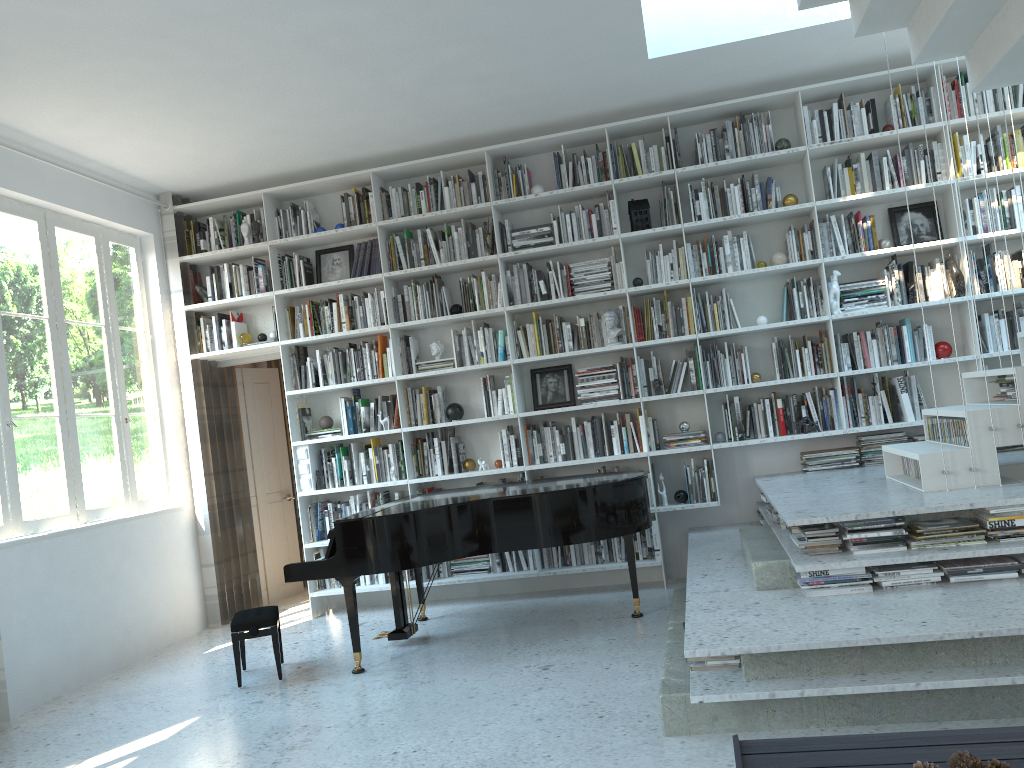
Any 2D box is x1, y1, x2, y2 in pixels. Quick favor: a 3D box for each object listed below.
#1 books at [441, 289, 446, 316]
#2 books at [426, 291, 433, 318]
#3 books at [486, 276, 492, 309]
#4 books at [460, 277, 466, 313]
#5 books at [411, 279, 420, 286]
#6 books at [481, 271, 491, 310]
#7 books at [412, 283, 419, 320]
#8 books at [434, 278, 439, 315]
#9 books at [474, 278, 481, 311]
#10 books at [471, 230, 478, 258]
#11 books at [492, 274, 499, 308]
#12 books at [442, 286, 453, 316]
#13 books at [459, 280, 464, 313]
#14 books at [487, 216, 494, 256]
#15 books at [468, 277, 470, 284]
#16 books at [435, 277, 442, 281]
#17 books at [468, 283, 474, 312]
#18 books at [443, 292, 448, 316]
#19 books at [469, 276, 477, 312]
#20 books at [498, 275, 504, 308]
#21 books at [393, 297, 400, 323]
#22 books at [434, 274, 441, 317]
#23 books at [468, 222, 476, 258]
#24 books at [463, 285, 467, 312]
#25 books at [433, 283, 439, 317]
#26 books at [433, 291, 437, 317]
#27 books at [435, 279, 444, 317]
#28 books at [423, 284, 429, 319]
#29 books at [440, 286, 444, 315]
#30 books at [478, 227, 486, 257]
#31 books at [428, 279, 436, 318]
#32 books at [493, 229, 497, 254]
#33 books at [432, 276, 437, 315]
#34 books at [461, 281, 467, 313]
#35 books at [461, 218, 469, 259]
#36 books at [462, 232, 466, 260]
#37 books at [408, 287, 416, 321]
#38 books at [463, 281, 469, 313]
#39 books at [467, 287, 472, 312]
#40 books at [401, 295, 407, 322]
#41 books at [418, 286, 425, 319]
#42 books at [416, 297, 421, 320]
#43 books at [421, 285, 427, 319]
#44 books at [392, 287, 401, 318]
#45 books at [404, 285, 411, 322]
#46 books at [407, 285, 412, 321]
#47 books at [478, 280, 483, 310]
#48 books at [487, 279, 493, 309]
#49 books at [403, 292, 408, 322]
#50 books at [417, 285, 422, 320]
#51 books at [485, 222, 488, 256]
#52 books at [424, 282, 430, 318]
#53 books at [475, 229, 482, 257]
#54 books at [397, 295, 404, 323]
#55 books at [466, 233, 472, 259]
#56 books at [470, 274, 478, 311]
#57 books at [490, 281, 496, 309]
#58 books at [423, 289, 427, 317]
[{"bbox_3d":[-0.474,-0.571,6.396,0.012,0.218,0.151,-8,-2,11],"label":"books"},{"bbox_3d":[-0.573,-0.554,6.389,0.011,0.209,0.181,-8,-2,11],"label":"books"},{"bbox_3d":[-0.150,-0.635,6.318,0.010,0.257,0.140,-8,-2,11],"label":"books"},{"bbox_3d":[-0.335,-0.620,6.372,0.012,0.275,0.129,-8,-2,11],"label":"books"},{"bbox_3d":[-0.683,-0.593,6.433,0.011,0.317,0.154,-8,-2,11],"label":"books"},{"bbox_3d":[-0.168,-0.647,6.315,0.022,0.284,0.190,-8,-2,11],"label":"books"},{"bbox_3d":[-0.675,-0.578,6.409,0.010,0.283,0.184,-8,-2,11],"label":"books"},{"bbox_3d":[-0.521,-0.614,6.403,0.005,0.316,0.157,-8,-2,11],"label":"books"},{"bbox_3d":[-0.231,-0.620,6.311,0.013,0.243,0.188,-8,-2,11],"label":"books"},{"bbox_3d":[-0.246,-0.972,6.332,0.030,0.217,0.182,-8,-2,11],"label":"books"},{"bbox_3d":[-0.101,-0.642,6.302,0.022,0.257,0.155,-8,-2,11],"label":"books"},{"bbox_3d":[-0.453,-0.581,6.382,0.031,0.232,0.147,-8,-2,11],"label":"books"},{"bbox_3d":[-0.344,-0.608,6.366,0.005,0.254,0.161,-8,-2,11],"label":"books"},{"bbox_3d":[-0.151,-1.028,6.313,0.058,0.302,0.175,-8,-2,11],"label":"books"},{"bbox_3d":[-0.279,-0.623,6.355,0.009,0.266,0.149,-8,-2,11],"label":"books"},{"bbox_3d":[-0.512,-0.610,6.397,0.005,0.305,0.162,-8,-2,11],"label":"books"},{"bbox_3d":[-0.274,-0.600,6.321,0.006,0.216,0.181,-8,-2,11],"label":"books"},{"bbox_3d":[-0.466,-0.568,6.392,0.004,0.209,0.132,-8,-2,11],"label":"books"},{"bbox_3d":[-0.268,-0.629,6.342,0.005,0.275,0.157,-8,-2,11],"label":"books"},{"bbox_3d":[-0.062,-0.638,6.272,0.064,0.237,0.208,-8,-2,11],"label":"books"},{"bbox_3d":[-0.813,-0.521,6.445,0.015,0.207,0.186,-8,-2,11],"label":"books"},{"bbox_3d":[-0.518,-0.622,6.400,0.005,0.331,0.161,-8,-2,11],"label":"books"},{"bbox_3d":[-0.272,-1.005,6.358,0.022,0.290,0.146,-8,-2,11],"label":"books"},{"bbox_3d":[-0.312,-0.593,6.357,0.013,0.216,0.149,-8,-2,11],"label":"books"},{"bbox_3d":[-0.528,-0.587,6.391,0.010,0.261,0.158,-8,-2,11],"label":"books"},{"bbox_3d":[-0.535,-0.562,6.413,0.012,0.217,0.133,-8,-2,11],"label":"books"},{"bbox_3d":[-0.503,-0.603,6.374,0.011,0.287,0.189,-8,-2,11],"label":"books"},{"bbox_3d":[-0.597,-0.577,6.395,0.009,0.261,0.180,-8,-2,11],"label":"books"},{"bbox_3d":[-0.484,-0.579,6.404,0.009,0.236,0.134,-8,-2,11],"label":"books"},{"bbox_3d":[-0.196,-0.988,6.341,0.025,0.237,0.153,-8,-2,11],"label":"books"},{"bbox_3d":[-0.556,-0.598,6.391,0.011,0.291,0.176,-8,-2,11],"label":"books"},{"bbox_3d":[-0.098,-0.988,6.327,0.028,0.211,0.134,-8,-2,11],"label":"books"},{"bbox_3d":[-0.537,-0.615,6.401,0.004,0.320,0.153,-8,-2,11],"label":"books"},{"bbox_3d":[-0.326,-0.604,6.342,0.005,0.240,0.173,-8,-2,11],"label":"books"},{"bbox_3d":[-0.317,-1.011,6.344,0.011,0.313,0.183,-8,-2,11],"label":"books"},{"bbox_3d":[-0.322,-0.968,6.355,0.013,0.231,0.141,-8,-2,11],"label":"books"},{"bbox_3d":[-0.699,-0.564,6.423,0.024,0.262,0.177,-8,-2,11],"label":"books"},{"bbox_3d":[-0.310,-0.605,6.330,0.005,0.236,0.178,-8,-2,11],"label":"books"},{"bbox_3d":[-0.286,-0.589,6.348,0.011,0.200,0.162,-8,-2,11],"label":"books"},{"bbox_3d":[-0.762,-0.533,6.459,0.024,0.219,0.140,-8,-2,11],"label":"books"},{"bbox_3d":[-0.628,-0.569,6.394,0.012,0.251,0.184,-8,-2,11],"label":"books"},{"bbox_3d":[-0.647,-0.532,6.421,0.029,0.186,0.149,-8,-2,11],"label":"books"},{"bbox_3d":[-0.613,-0.575,6.415,0.010,0.261,0.169,-8,-2,11],"label":"books"},{"bbox_3d":[-0.828,-0.557,6.466,0.012,0.285,0.159,-8,-2,11],"label":"books"},{"bbox_3d":[-0.734,-0.568,6.433,0.026,0.279,0.151,-8,-2,11],"label":"books"},{"bbox_3d":[-0.717,-0.569,6.426,0.012,0.276,0.157,-8,-2,11],"label":"books"},{"bbox_3d":[-0.211,-0.617,6.344,0.011,0.236,0.130,-8,-2,11],"label":"books"},{"bbox_3d":[-0.137,-0.623,6.319,0.011,0.229,0.165,-8,-2,11],"label":"books"},{"bbox_3d":[-0.749,-0.545,6.443,0.012,0.240,0.134,-8,-2,11],"label":"books"},{"bbox_3d":[-0.639,-0.573,6.395,0.009,0.263,0.189,-8,-2,11],"label":"books"},{"bbox_3d":[-0.163,-1.007,6.315,0.055,0.263,0.167,-8,-2,11],"label":"books"},{"bbox_3d":[-0.587,-0.588,6.399,0.011,0.279,0.169,-8,-2,11],"label":"books"},{"bbox_3d":[-0.221,-0.978,6.331,0.022,0.222,0.161,-8,-2,11],"label":"books"},{"bbox_3d":[-0.788,-0.532,6.465,0.029,0.225,0.136,-8,-2,11],"label":"books"},{"bbox_3d":[-0.290,-0.963,6.359,0.024,0.213,0.150,-8,-2,11],"label":"books"},{"bbox_3d":[-0.249,-0.638,6.349,0.033,0.287,0.155,-8,-2,11],"label":"books"},{"bbox_3d":[-0.119,-0.618,6.316,0.024,0.216,0.142,-8,-2,11],"label":"books"},{"bbox_3d":[-0.603,-0.573,6.413,0.011,0.255,0.152,-8,-2,11],"label":"books"}]
